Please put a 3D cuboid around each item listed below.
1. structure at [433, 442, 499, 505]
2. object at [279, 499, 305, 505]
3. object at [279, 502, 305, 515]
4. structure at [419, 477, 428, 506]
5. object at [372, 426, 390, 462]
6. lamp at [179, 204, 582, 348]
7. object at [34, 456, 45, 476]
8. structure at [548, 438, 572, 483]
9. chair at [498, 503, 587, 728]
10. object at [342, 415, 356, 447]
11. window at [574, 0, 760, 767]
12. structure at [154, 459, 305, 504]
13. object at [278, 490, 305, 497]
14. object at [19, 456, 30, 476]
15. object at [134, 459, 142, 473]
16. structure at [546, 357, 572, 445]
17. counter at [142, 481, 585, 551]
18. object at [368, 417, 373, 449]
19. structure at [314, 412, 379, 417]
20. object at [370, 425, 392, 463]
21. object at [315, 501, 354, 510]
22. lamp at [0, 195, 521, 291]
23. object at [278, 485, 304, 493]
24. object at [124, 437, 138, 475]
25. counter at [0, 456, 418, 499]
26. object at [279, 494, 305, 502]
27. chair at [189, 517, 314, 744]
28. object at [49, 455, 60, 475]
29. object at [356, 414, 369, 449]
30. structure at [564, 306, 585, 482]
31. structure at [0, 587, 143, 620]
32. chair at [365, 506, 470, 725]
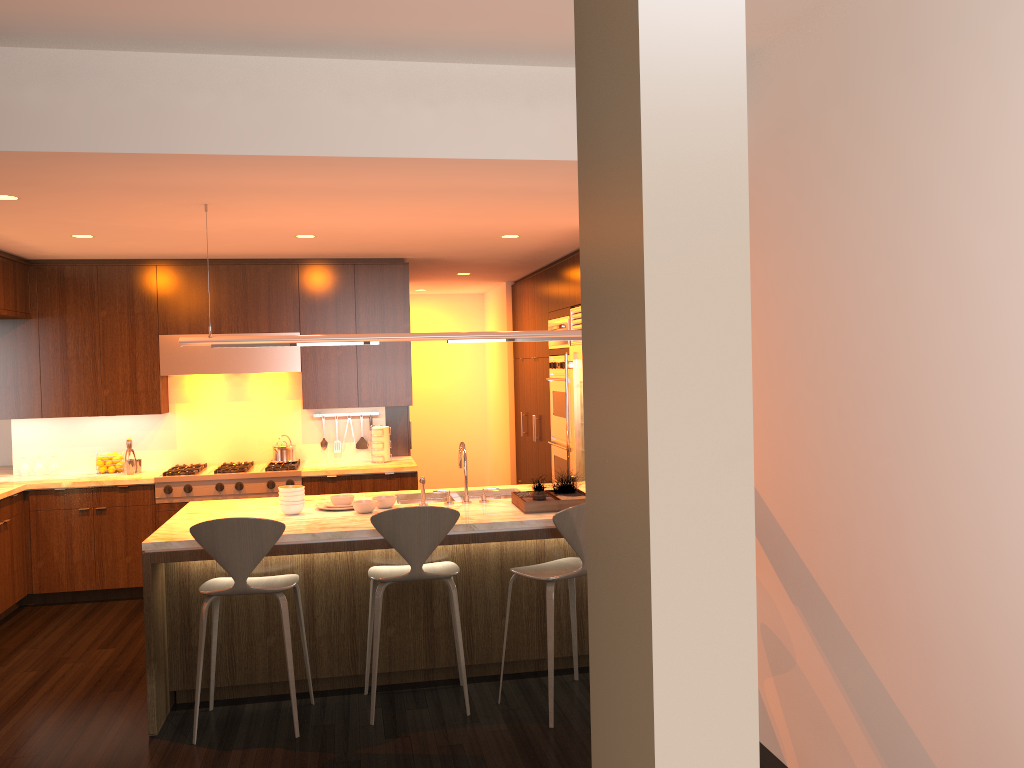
[{"bbox_3d":[-0.246,0.507,5.084,0.310,0.341,0.321,-1,2,27],"label":"structure"},{"bbox_3d":[-1.195,0.654,4.820,0.140,0.068,0.139,-2,2,-28],"label":"object"},{"bbox_3d":[-1.195,0.678,4.821,0.140,0.059,0.139,-2,1,-19],"label":"object"},{"bbox_3d":[-0.502,0.605,5.004,0.050,0.161,0.067,-2,1,-10],"label":"structure"},{"bbox_3d":[-1.081,0.495,7.315,0.144,0.286,0.149,-2,2,-29],"label":"object"},{"bbox_3d":[-0.557,-0.607,4.929,2.465,0.765,0.120,-2,1,-10],"label":"lamp"},{"bbox_3d":[-3.725,0.643,6.986,0.079,0.154,0.079,-2,2,-28],"label":"object"},{"bbox_3d":[0.419,0.766,7.594,0.064,0.544,0.710,-2,1,-10],"label":"structure"},{"bbox_3d":[0.268,1.072,4.392,0.520,1.047,0.506,-2,2,-35],"label":"chair"},{"bbox_3d":[-1.378,0.400,7.480,0.114,0.271,0.008,-2,1,-10],"label":"object"},{"bbox_3d":[0.477,-0.008,0.645,2.310,2.201,0.152,-2,1,-9],"label":"window"},{"bbox_3d":[-2.212,0.666,7.081,1.067,0.422,0.824,-2,1,-10],"label":"structure"},{"bbox_3d":[-1.196,0.610,4.819,0.140,0.064,0.139,-2,2,-36],"label":"object"},{"bbox_3d":[-3.832,0.647,6.969,0.079,0.154,0.079,-2,2,-28],"label":"object"},{"bbox_3d":[-2.946,0.647,6.982,0.060,0.106,0.060,-1,1,22],"label":"object"},{"bbox_3d":[0.716,0.401,7.642,0.687,1.294,0.743,-2,1,-10],"label":"structure"},{"bbox_3d":[-0.505,0.705,4.999,2.711,0.038,1.280,-2,1,-10],"label":"counter"},{"bbox_3d":[-1.193,0.417,7.515,0.063,0.281,0.063,-2,2,-33],"label":"object"},{"bbox_3d":[-1.397,0.258,7.481,0.541,0.031,0.048,-2,1,-7],"label":"structure"},{"bbox_3d":[-1.089,0.493,7.321,0.160,0.304,0.168,-1,2,33],"label":"object"},{"bbox_3d":[-0.956,0.687,5.008,0.310,0.021,0.309,-2,1,-10],"label":"object"},{"bbox_3d":[-8.290,-0.908,6.232,16.431,0.171,5.868,-2,1,-11],"label":"lamp"},{"bbox_3d":[-1.197,0.589,4.819,0.140,0.062,0.139,-2,1,-2],"label":"object"},{"bbox_3d":[-2.986,0.559,6.900,0.088,0.288,0.101,-1,1,20],"label":"object"},{"bbox_3d":[-2.500,0.718,6.555,3.616,0.038,3.187,-2,1,-10],"label":"counter"},{"bbox_3d":[-1.195,0.632,4.819,0.140,0.062,0.139,-2,1,-10],"label":"object"},{"bbox_3d":[-1.252,1.115,4.227,0.520,1.047,0.506,-2,1,-5],"label":"chair"},{"bbox_3d":[-3.616,0.640,7.004,0.079,0.154,0.079,-2,2,-28],"label":"object"},{"bbox_3d":[-1.272,0.404,7.517,0.112,0.303,0.036,-2,1,-10],"label":"object"},{"bbox_3d":[0.849,0.458,6.792,0.687,2.129,0.915,-2,1,-10],"label":"structure"},{"bbox_3d":[-2.493,1.181,6.630,3.400,0.862,3.060,-2,1,-10],"label":"structure"},{"bbox_3d":[-0.481,1.091,4.411,0.520,1.047,0.506,-2,1,-10],"label":"chair"}]
